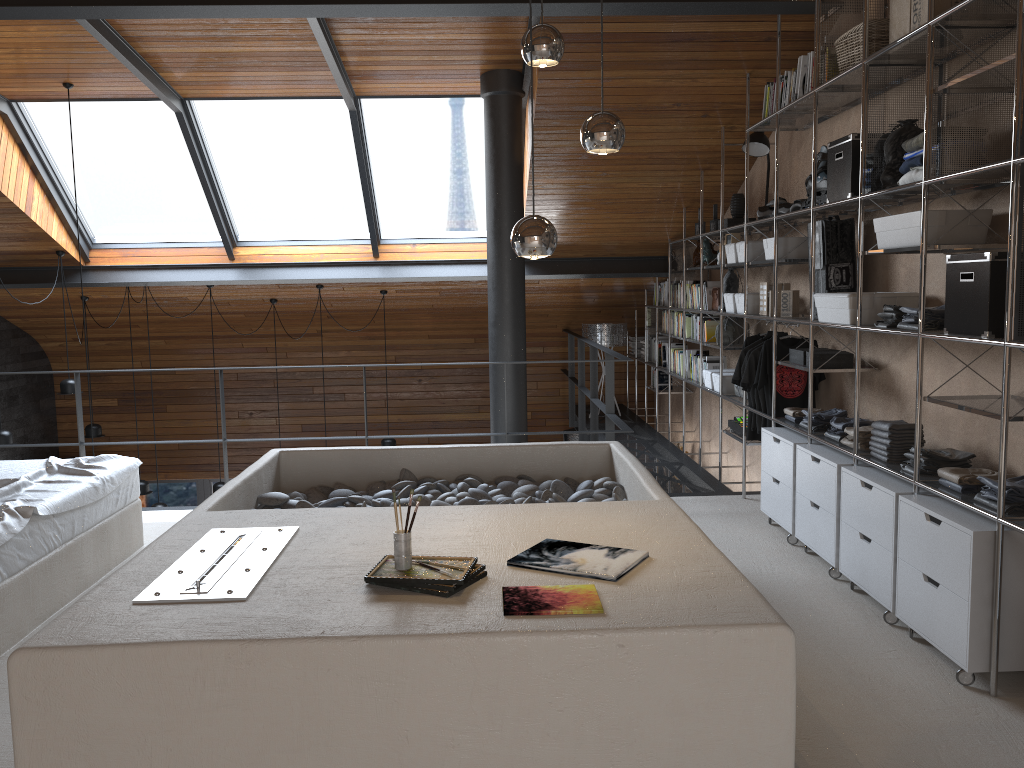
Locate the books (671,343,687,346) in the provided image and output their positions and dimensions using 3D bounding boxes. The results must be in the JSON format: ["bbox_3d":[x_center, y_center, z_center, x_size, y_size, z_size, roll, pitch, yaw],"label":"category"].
[{"bbox_3d":[1.570,-0.263,8.329,0.148,0.232,0.053,-1,6,-2],"label":"books"}]

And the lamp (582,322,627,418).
[{"bbox_3d":[0.987,-0.144,9.432,0.475,1.002,0.475,1,7,22],"label":"lamp"}]

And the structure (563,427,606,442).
[{"bbox_3d":[0.920,0.854,10.207,0.488,0.735,0.462,-7,8,-42],"label":"structure"}]

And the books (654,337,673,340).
[{"bbox_3d":[1.537,-0.345,9.000,0.192,0.251,0.012,-1,6,-2],"label":"books"}]

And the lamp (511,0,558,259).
[{"bbox_3d":[0.054,-1.269,2.670,0.146,1.771,0.146,2,7,23],"label":"lamp"}]

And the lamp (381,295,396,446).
[{"bbox_3d":[-1.261,-0.109,8.900,0.210,1.565,0.210,3,7,35],"label":"lamp"}]

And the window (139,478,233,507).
[{"bbox_3d":[-1.866,1.739,11.042,5.936,1.521,0.101,-1,6,-2],"label":"window"}]

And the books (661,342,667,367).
[{"bbox_3d":[1.510,-0.285,8.533,0.143,0.235,0.055,-1,6,-2],"label":"books"}]

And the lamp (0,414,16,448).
[{"bbox_3d":[-4.054,-0.431,6.927,0.210,1.853,0.210,3,7,35],"label":"lamp"}]

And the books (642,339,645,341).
[{"bbox_3d":[1.513,-0.470,9.477,0.231,0.012,0.159,-1,6,3],"label":"books"}]

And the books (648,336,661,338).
[{"bbox_3d":[1.496,-0.490,9.185,0.208,0.017,0.167,-1,6,-2],"label":"books"}]

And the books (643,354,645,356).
[{"bbox_3d":[1.522,-0.314,9.485,0.221,0.021,0.174,-1,6,-2],"label":"books"}]

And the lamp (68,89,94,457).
[{"bbox_3d":[-3.176,-0.548,6.573,0.210,3.208,0.210,1,6,20],"label":"lamp"}]

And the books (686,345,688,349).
[{"bbox_3d":[1.545,-0.247,8.220,0.177,0.217,0.046,-1,6,-2],"label":"books"}]

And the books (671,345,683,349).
[{"bbox_3d":[1.516,-0.237,8.115,0.122,0.230,0.057,-1,6,-2],"label":"books"}]

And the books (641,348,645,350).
[{"bbox_3d":[1.524,-0.376,9.462,0.234,0.016,0.182,-2,6,-12],"label":"books"}]

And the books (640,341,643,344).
[{"bbox_3d":[1.516,-0.449,9.469,0.268,0.025,0.176,-1,6,-2],"label":"books"}]

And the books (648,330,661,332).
[{"bbox_3d":[1.507,-0.552,9.182,0.216,0.021,0.174,-1,6,-2],"label":"books"}]

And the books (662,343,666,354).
[{"bbox_3d":[1.512,-0.277,8.474,0.148,0.232,0.053,-1,6,-2],"label":"books"}]

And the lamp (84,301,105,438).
[{"bbox_3d":[-4.193,-0.157,8.796,0.210,1.369,0.210,3,7,35],"label":"lamp"}]

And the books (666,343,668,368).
[{"bbox_3d":[1.536,-0.271,8.411,0.148,0.232,0.053,-1,6,-2],"label":"books"}]

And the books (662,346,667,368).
[{"bbox_3d":[1.511,-0.262,8.458,0.148,0.206,0.053,-1,6,-2],"label":"books"}]

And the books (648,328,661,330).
[{"bbox_3d":[1.508,-0.571,9.180,0.228,0.016,0.182,-1,6,-2],"label":"books"}]

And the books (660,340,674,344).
[{"bbox_3d":[1.508,-0.301,8.616,0.131,0.247,0.018,-1,6,-2],"label":"books"}]

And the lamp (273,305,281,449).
[{"bbox_3d":[-2.391,0.009,9.038,0.210,2.002,0.210,3,7,35],"label":"lamp"}]

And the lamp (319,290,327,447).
[{"bbox_3d":[-1.854,-0.013,8.729,0.210,1.911,0.210,3,7,35],"label":"lamp"}]

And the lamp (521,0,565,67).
[{"bbox_3d":[0.092,-1.657,2.885,0.146,1.204,0.146,2,7,29],"label":"lamp"}]

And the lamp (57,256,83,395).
[{"bbox_3d":[-3.907,-0.518,7.756,0.210,1.206,0.210,3,7,35],"label":"lamp"}]

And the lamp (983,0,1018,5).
[{"bbox_3d":[1.710,-1.653,2.997,0.233,0.660,0.322,-4,7,-29],"label":"lamp"}]

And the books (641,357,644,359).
[{"bbox_3d":[1.514,-0.281,9.500,0.234,0.016,0.182,-1,6,-2],"label":"books"}]

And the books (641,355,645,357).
[{"bbox_3d":[1.521,-0.295,9.483,0.234,0.016,0.182,-2,6,-7],"label":"books"}]

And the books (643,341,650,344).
[{"bbox_3d":[1.508,-0.429,9.177,0.288,0.025,0.175,-1,6,4],"label":"books"}]

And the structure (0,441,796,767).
[{"bbox_3d":[-1.653,0.510,3.341,4.614,1.120,2.634,-1,6,-2],"label":"structure"}]

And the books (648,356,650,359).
[{"bbox_3d":[1.513,-0.282,9.194,0.239,0.021,0.174,-1,6,4],"label":"books"}]

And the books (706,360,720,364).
[{"bbox_3d":[1.585,-0.090,6.912,0.129,0.186,0.050,-1,6,-2],"label":"books"}]

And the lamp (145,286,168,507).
[{"bbox_3d":[-3.355,0.122,8.274,0.210,2.273,0.210,3,7,35],"label":"lamp"}]

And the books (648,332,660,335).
[{"bbox_3d":[1.528,-0.527,9.169,0.234,0.028,0.180,-1,6,-2],"label":"books"}]

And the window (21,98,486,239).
[{"bbox_3d":[-1.887,-1.811,7.500,3.818,1.031,1.213,-1,6,-2],"label":"window"}]

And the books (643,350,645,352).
[{"bbox_3d":[1.526,-0.360,9.464,0.234,0.016,0.182,-1,6,3],"label":"books"}]

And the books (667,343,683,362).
[{"bbox_3d":[1.538,-0.266,8.363,0.148,0.232,0.053,-1,6,-2],"label":"books"}]

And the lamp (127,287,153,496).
[{"bbox_3d":[-3.585,0.038,8.417,0.210,2.035,0.210,3,7,35],"label":"lamp"}]

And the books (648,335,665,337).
[{"bbox_3d":[1.505,-0.505,9.169,0.228,0.016,0.182,-1,6,-2],"label":"books"}]

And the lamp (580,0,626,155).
[{"bbox_3d":[0.280,-1.474,2.785,0.146,1.474,0.146,2,7,29],"label":"lamp"}]

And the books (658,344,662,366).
[{"bbox_3d":[1.488,-0.283,8.599,0.137,0.215,0.014,-1,6,-2],"label":"books"}]

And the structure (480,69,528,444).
[{"bbox_3d":[-0.009,0.583,6.506,1.197,5.699,1.689,-1,6,-2],"label":"structure"}]

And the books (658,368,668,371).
[{"bbox_3d":[1.508,-0.049,8.742,0.137,0.216,0.049,-1,6,-2],"label":"books"}]

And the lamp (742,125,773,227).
[{"bbox_3d":[1.626,-1.375,5.831,0.322,0.660,0.233,-6,8,-38],"label":"lamp"}]

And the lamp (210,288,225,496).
[{"bbox_3d":[-2.878,0.080,8.614,0.210,2.034,0.210,3,7,35],"label":"lamp"}]

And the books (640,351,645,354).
[{"bbox_3d":[1.518,-0.339,9.481,0.240,0.028,0.180,-2,6,-12],"label":"books"}]

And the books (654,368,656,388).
[{"bbox_3d":[1.484,-0.058,8.898,0.111,0.198,0.008,-1,6,-2],"label":"books"}]

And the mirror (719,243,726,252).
[{"bbox_3d":[1.612,-0.971,6.627,0.069,0.168,0.130,-5,7,-32],"label":"mirror"}]

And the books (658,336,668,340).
[{"bbox_3d":[1.516,-0.342,8.890,0.143,0.268,0.020,-1,6,-2],"label":"books"}]

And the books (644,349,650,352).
[{"bbox_3d":[1.509,-0.350,9.186,0.258,0.028,0.180,-1,6,4],"label":"books"}]

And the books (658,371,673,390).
[{"bbox_3d":[1.507,-0.036,8.727,0.138,0.191,0.049,-1,6,-2],"label":"books"}]

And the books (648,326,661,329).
[{"bbox_3d":[1.513,-0.588,9.189,0.228,0.016,0.182,-1,6,-2],"label":"books"}]
